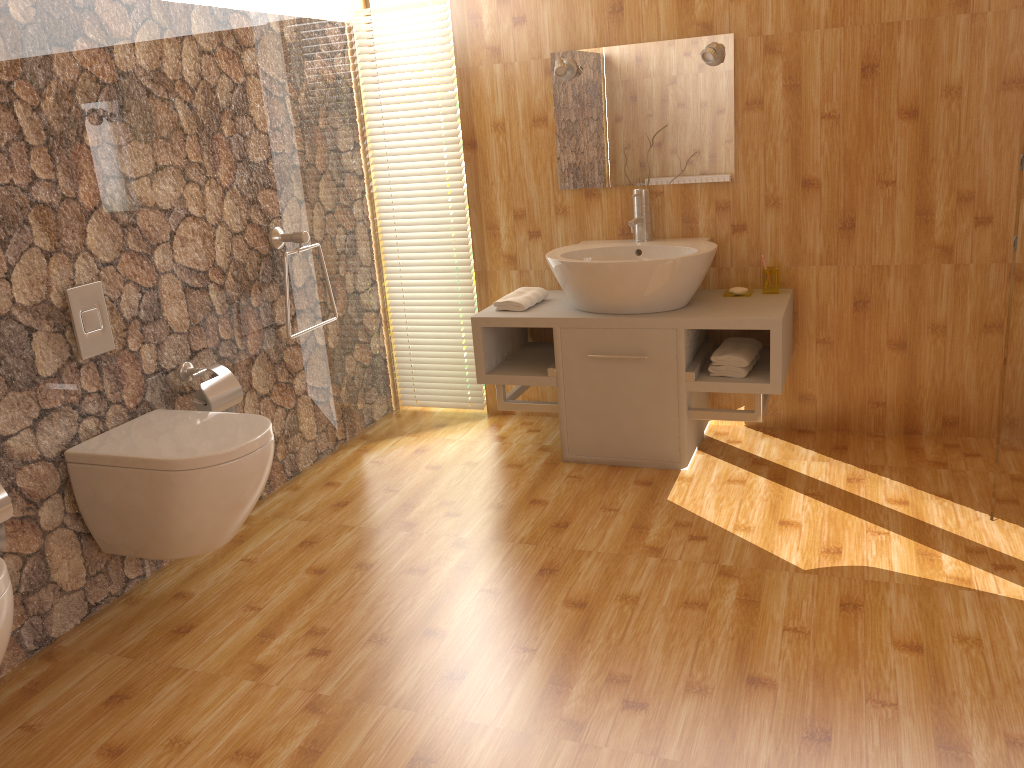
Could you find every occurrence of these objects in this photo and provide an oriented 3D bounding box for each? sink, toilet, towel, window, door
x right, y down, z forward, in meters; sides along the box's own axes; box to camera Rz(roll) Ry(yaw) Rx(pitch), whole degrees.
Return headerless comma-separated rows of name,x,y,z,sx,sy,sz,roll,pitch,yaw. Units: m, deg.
sink,0.439,-0.500,3.307,0.634,0.409,0.533,2,18,21
toilet,-1.225,0.561,1.759,0.507,0.337,0.371,2,18,21
towel,0.816,-0.117,3.225,0.140,0.048,0.225,4,19,26
window,1.298,-0.908,3.295,3.964,2.164,0.010,2,18,21
towel,0.809,-0.079,3.231,0.140,0.048,0.225,4,19,26
towel,0.036,-0.336,3.496,0.140,0.048,0.225,4,19,26
door,1.755,-0.727,2.576,0.983,2.147,0.077,-13,19,-26
toilet,-0.912,0.298,2.540,0.507,0.337,0.371,2,18,21

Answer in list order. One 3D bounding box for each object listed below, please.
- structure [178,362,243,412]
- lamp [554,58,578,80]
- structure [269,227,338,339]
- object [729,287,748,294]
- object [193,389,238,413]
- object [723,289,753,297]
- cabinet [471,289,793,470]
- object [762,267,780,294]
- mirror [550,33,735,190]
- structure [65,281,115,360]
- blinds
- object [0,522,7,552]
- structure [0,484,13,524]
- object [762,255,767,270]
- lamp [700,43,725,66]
structure,-0.980,0.007,2.832,0.154,0.151,0.170,2,18,21
lamp,0.195,-1.205,3.393,0.080,0.080,0.124,2,18,21
structure,-0.797,-0.391,3.293,0.133,0.387,0.332,2,18,21
object,0.863,-0.356,3.378,0.075,0.023,0.050,-15,20,-31
object,-0.950,0.074,2.850,0.090,0.151,0.098,2,18,21
object,0.863,-0.348,3.379,0.100,0.010,0.100,2,18,21
cabinet,0.479,-0.035,3.455,1.136,0.570,0.517,2,18,21
object,0.980,-0.391,3.348,0.060,0.093,0.060,2,18,21
mirror,0.496,-1.028,3.404,0.698,0.523,0.005,2,18,21
structure,-1.182,-0.179,2.489,0.010,0.200,0.120,2,18,21
blinds,-0.406,-0.934,3.811,0.420,2.178,0.042,2,18,21
object,-1.262,0.336,2.072,0.090,0.151,0.098,2,18,21
structure,-1.292,0.268,2.054,0.154,0.151,0.170,2,18,21
object,0.956,-0.422,3.331,0.063,0.132,0.012,-18,21,-37
lamp,0.717,-1.187,3.189,0.080,0.080,0.124,2,18,21
